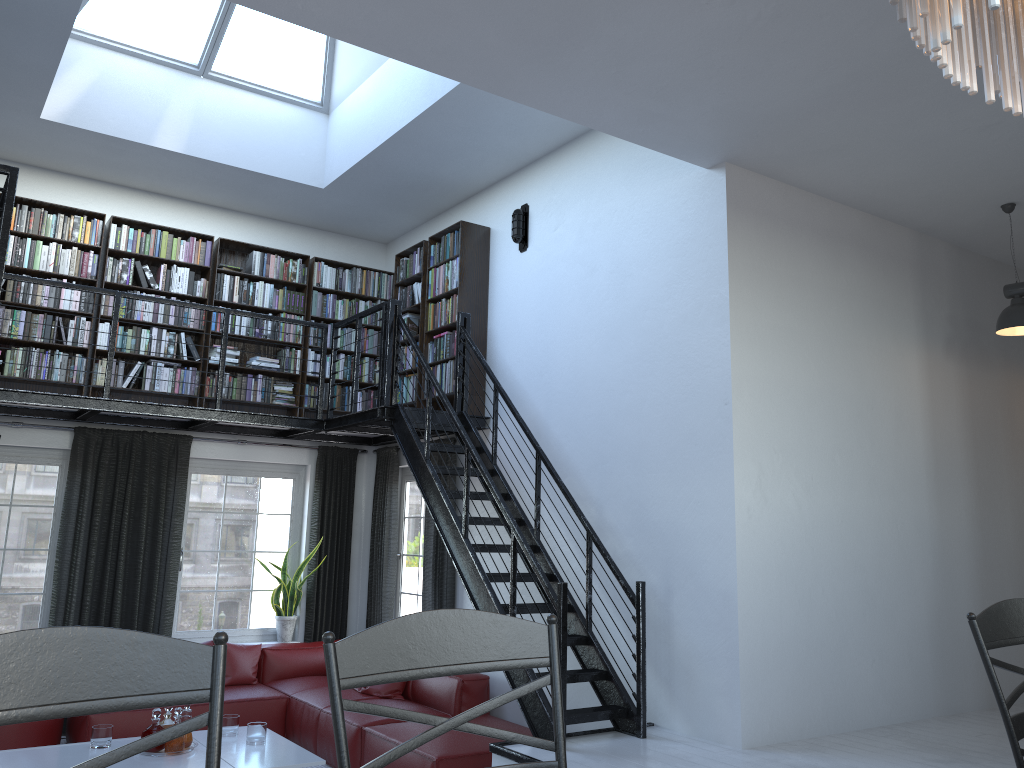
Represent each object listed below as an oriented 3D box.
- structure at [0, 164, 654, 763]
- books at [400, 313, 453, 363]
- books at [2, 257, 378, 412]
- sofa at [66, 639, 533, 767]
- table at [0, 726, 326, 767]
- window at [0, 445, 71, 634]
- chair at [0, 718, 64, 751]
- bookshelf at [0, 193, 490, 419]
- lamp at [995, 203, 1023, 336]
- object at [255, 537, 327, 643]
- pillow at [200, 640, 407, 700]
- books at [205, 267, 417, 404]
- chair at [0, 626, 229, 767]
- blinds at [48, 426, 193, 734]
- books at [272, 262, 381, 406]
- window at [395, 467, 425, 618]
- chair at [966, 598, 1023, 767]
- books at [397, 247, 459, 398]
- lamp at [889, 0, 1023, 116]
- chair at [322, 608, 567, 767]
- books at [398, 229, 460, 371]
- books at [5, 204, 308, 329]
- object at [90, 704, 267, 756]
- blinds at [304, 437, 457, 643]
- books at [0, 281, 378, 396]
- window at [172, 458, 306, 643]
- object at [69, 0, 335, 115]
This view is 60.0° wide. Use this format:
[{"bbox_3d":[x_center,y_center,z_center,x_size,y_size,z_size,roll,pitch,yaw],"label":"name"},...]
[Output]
[{"bbox_3d":[-1.919,0.819,5.534,4.476,3.379,4.594,8,-13,-34],"label":"structure"},{"bbox_3d":[-2.253,-0.678,6.396,4.323,1.148,1.591,8,-12,-34],"label":"books"},{"bbox_3d":[-3.084,-0.619,7.611,4.429,1.407,0.241,8,-13,-33],"label":"books"},{"bbox_3d":[-1.535,2.343,6.241,2.535,0.661,3.265,8,-12,-34],"label":"sofa"},{"bbox_3d":[-2.139,2.367,5.328,1.660,0.245,1.160,8,-12,-34],"label":"table"},{"bbox_3d":[-4.126,1.276,6.896,1.164,1.617,0.132,9,-14,-33],"label":"window"},{"bbox_3d":[-3.591,2.251,6.224,0.830,0.717,0.824,-2,-11,17],"label":"chair"},{"bbox_3d":[-2.308,-0.727,6.497,4.463,1.628,3.074,8,-12,-34],"label":"bookshelf"},{"bbox_3d":[3.310,-0.767,5.829,0.296,0.867,0.294,-3,-12,21],"label":"lamp"},{"bbox_3d":[-1.993,1.836,7.925,0.524,0.947,0.551,-10,-16,43],"label":"object"},{"bbox_3d":[-1.705,2.274,7.270,1.957,0.404,0.976,0,-10,8],"label":"pillow"},{"bbox_3d":[-2.823,-0.696,7.214,4.424,1.440,1.279,8,-13,-32],"label":"books"},{"bbox_3d":[-0.398,0.738,0.778,0.495,0.972,0.501,9,-14,-33],"label":"chair"},{"bbox_3d":[-3.837,1.472,6.798,2.501,2.404,0.124,8,-14,-33],"label":"blinds"},{"bbox_3d":[-3.085,-0.630,7.617,4.423,1.422,0.226,8,-13,-33],"label":"books"},{"bbox_3d":[-0.753,1.527,7.898,0.132,1.617,1.161,9,-14,-34],"label":"window"},{"bbox_3d":[1.334,0.959,1.826,0.495,0.972,0.500,7,-13,-26],"label":"chair"},{"bbox_3d":[-2.361,-0.776,6.630,4.371,1.415,1.164,8,-13,-33],"label":"books"},{"bbox_3d":[0.979,-1.185,1.431,1.270,1.639,0.438,7,-13,-28],"label":"lamp"},{"bbox_3d":[0.022,0.812,1.149,0.495,0.972,0.500,8,-13,-28],"label":"chair"},{"bbox_3d":[-2.070,-0.845,6.184,4.364,1.419,2.195,8,-12,-34],"label":"books"},{"bbox_3d":[-3.087,-0.911,7.680,2.629,0.834,0.212,8,-13,-33],"label":"books"},{"bbox_3d":[-2.094,2.149,5.637,1.006,0.297,0.510,7,-12,-30],"label":"object"},{"bbox_3d":[-1.042,1.712,7.831,1.745,2.398,0.525,-7,-14,37],"label":"blinds"},{"bbox_3d":[-2.788,-0.437,7.801,3.382,1.130,0.239,8,-13,-34],"label":"books"},{"bbox_3d":[-2.472,1.503,7.998,1.164,1.617,0.132,9,-14,-33],"label":"window"},{"bbox_3d":[-2.225,-2.906,6.899,2.215,0.638,1.180,8,-12,-34],"label":"object"}]
